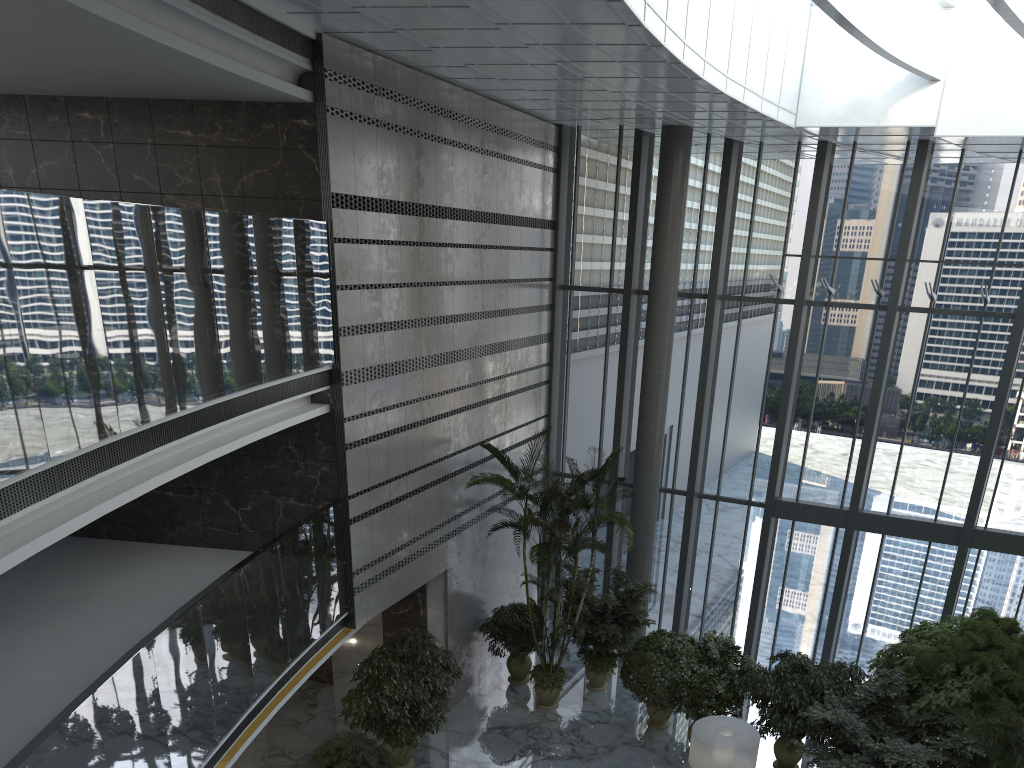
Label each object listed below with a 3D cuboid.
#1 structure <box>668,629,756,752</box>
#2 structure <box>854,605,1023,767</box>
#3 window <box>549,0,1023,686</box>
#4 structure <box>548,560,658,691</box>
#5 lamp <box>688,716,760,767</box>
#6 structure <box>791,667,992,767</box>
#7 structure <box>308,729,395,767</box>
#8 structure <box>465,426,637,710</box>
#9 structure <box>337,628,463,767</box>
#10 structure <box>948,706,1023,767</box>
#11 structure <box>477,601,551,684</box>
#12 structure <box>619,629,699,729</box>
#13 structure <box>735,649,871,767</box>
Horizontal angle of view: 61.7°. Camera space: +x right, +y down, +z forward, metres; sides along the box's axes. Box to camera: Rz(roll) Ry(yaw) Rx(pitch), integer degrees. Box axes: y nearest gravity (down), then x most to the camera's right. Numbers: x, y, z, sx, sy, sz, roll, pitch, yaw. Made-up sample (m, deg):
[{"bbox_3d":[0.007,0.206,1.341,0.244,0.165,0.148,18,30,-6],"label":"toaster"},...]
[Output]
[{"bbox_3d":[2.992,4.706,13.047,1.356,2.156,1.153,-13,24,-38],"label":"structure"},{"bbox_3d":[6.249,4.520,11.713,3.576,3.249,3.068,13,19,35],"label":"structure"},{"bbox_3d":[1.942,1.132,7.587,12.860,11.019,18.089,13,17,37],"label":"window"},{"bbox_3d":[1.531,4.187,14.725,1.848,2.517,1.715,4,18,8],"label":"structure"},{"bbox_3d":[2.644,5.177,10.991,0.784,1.831,0.816,18,26,39],"label":"lamp"},{"bbox_3d":[4.606,4.929,10.850,2.202,2.556,2.169,5,17,10],"label":"structure"},{"bbox_3d":[-2.102,5.121,11.122,1.139,1.457,1.128,14,21,34],"label":"structure"},{"bbox_3d":[0.662,3.061,13.519,2.421,5.104,2.323,12,22,28],"label":"structure"},{"bbox_3d":[-1.547,4.607,12.297,2.011,2.166,1.502,-9,20,-33],"label":"structure"},{"bbox_3d":[5.039,4.669,8.783,1.398,3.789,1.120,5,21,9],"label":"structure"},{"bbox_3d":[0.034,4.502,14.905,1.403,1.695,1.027,-5,19,-23],"label":"structure"},{"bbox_3d":[2.465,4.751,13.808,1.447,1.766,1.444,-1,17,-8],"label":"structure"},{"bbox_3d":[4.241,4.863,12.655,1.631,2.076,1.854,-9,20,-33],"label":"structure"}]
